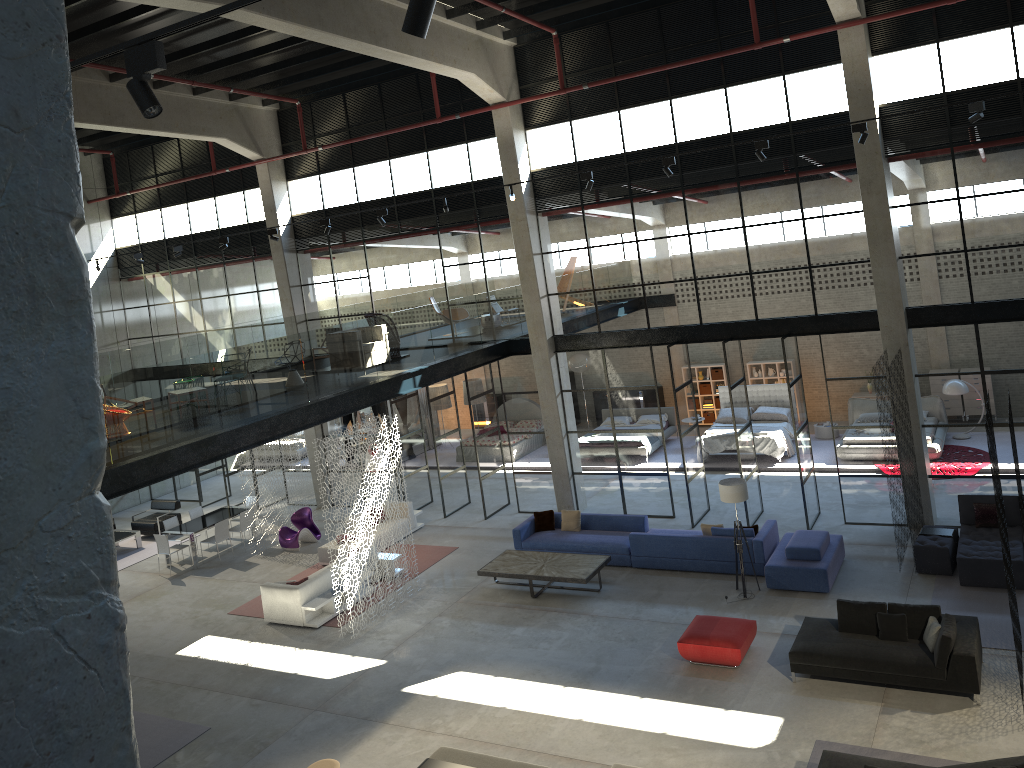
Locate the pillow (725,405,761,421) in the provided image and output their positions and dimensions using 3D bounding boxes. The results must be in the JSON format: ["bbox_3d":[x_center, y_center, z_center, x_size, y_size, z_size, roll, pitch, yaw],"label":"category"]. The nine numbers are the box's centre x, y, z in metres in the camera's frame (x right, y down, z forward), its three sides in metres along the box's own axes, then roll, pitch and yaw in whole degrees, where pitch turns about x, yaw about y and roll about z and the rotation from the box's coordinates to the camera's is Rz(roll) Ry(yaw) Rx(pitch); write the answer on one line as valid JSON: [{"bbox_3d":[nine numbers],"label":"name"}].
[{"bbox_3d":[5.822,0.750,22.293,1.046,0.321,0.496,-3,8,30],"label":"pillow"}]

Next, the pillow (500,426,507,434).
[{"bbox_3d":[-0.563,1.325,24.782,0.873,0.211,0.639,-7,8,9],"label":"pillow"}]

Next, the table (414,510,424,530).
[{"bbox_3d":[-2.403,3.008,19.365,0.895,0.368,0.305,-4,6,30],"label":"table"}]

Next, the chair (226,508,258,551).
[{"bbox_3d":[-6.038,3.235,19.535,0.541,0.868,0.425,-6,3,30],"label":"chair"}]

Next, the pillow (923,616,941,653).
[{"bbox_3d":[5.027,2.982,10.468,0.207,0.314,0.345,-7,5,9],"label":"pillow"}]

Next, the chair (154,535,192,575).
[{"bbox_3d":[-7.202,3.538,18.626,0.417,0.868,0.552,-7,3,30],"label":"chair"}]

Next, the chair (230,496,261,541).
[{"bbox_3d":[-6.202,3.123,20.402,0.417,0.868,0.552,-7,3,30],"label":"chair"}]

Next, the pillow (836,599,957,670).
[{"bbox_3d":[4.820,2.954,10.758,0.750,0.416,1.580,-12,9,-30],"label":"pillow"}]

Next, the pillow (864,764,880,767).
[{"bbox_3d":[4.077,3.541,7.643,1.886,0.419,0.439,-7,5,9],"label":"pillow"}]

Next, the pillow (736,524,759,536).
[{"bbox_3d":[3.905,2.506,14.583,0.397,0.370,0.262,-7,3,9],"label":"pillow"}]

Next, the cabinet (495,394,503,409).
[{"bbox_3d":[-0.705,0.947,28.536,1.033,1.157,0.455,-6,3,30],"label":"cabinet"}]

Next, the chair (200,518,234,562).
[{"bbox_3d":[-6.380,3.377,18.927,0.541,0.868,0.425,-6,3,30],"label":"chair"}]

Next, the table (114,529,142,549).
[{"bbox_3d":[-9.577,3.864,20.151,0.895,0.406,1.832,-4,9,30],"label":"table"}]

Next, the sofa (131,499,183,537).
[{"bbox_3d":[-8.765,3.344,21.635,0.944,0.757,0.833,-5,6,30],"label":"sofa"}]

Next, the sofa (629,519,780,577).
[{"bbox_3d":[3.297,2.698,15.102,2.320,0.720,1.070,-3,8,30],"label":"sofa"}]

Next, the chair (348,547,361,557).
[{"bbox_3d":[-2.978,3.222,16.235,0.266,0.321,0.402,-6,6,32],"label":"chair"}]

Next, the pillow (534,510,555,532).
[{"bbox_3d":[0.622,2.620,16.790,0.397,0.370,0.262,-7,3,9],"label":"pillow"}]

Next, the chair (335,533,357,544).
[{"bbox_3d":[-3.356,3.112,17.764,0.417,0.107,0.408,-10,8,-14],"label":"chair"}]

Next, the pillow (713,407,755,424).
[{"bbox_3d":[5.591,0.818,22.075,1.019,0.372,0.676,-3,9,33],"label":"pillow"}]

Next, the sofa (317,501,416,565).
[{"bbox_3d":[-3.014,3.101,18.337,0.935,0.665,2.182,-4,9,30],"label":"sofa"}]

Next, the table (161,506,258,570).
[{"bbox_3d":[-6.694,3.385,19.515,0.894,0.754,1.831,-5,8,30],"label":"table"}]

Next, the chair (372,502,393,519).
[{"bbox_3d":[-2.806,2.774,18.959,0.384,0.336,0.253,-10,4,-26],"label":"chair"}]

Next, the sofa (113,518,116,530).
[{"bbox_3d":[-10.686,3.745,20.773,0.815,0.754,2.493,-5,8,30],"label":"sofa"}]

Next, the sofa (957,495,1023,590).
[{"bbox_3d":[8.655,2.282,12.499,4.123,0.866,1.855,-3,9,30],"label":"sofa"}]

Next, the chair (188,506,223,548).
[{"bbox_3d":[-7.024,3.284,20.102,0.541,0.868,0.425,-6,3,30],"label":"chair"}]

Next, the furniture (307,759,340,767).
[{"bbox_3d":[-2.080,4.447,9.715,0.398,0.399,0.406,-6,5,20],"label":"furniture"}]

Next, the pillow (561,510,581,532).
[{"bbox_3d":[1.113,2.583,16.556,0.399,0.380,0.210,-5,4,31],"label":"pillow"}]

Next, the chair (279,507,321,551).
[{"bbox_3d":[-4.652,3.159,19.171,0.651,0.746,0.809,-6,5,30],"label":"chair"}]

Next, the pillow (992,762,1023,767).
[{"bbox_3d":[4.393,3.486,7.712,0.355,0.319,0.198,-8,3,-1],"label":"pillow"}]

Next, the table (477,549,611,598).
[{"bbox_3d":[0.567,3.261,14.973,2.050,0.397,1.043,-3,9,30],"label":"table"}]

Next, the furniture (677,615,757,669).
[{"bbox_3d":[2.781,3.453,11.818,0.849,0.375,0.869,-4,9,30],"label":"furniture"}]

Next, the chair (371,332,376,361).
[{"bbox_3d":[-2.956,-0.645,16.962,0.799,0.830,0.998,-5,6,30],"label":"chair"}]

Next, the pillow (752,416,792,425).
[{"bbox_3d":[6.492,0.807,21.765,0.953,0.329,0.727,-3,9,31],"label":"pillow"}]

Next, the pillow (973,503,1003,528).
[{"bbox_3d":[7.511,2.075,13.819,0.410,0.344,0.239,-5,4,31],"label":"pillow"}]

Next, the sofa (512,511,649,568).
[{"bbox_3d":[1.290,2.855,16.275,2.320,0.602,1.071,-3,8,30],"label":"sofa"}]

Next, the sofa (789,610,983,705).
[{"bbox_3d":[4.580,3.265,10.799,2.092,0.559,1.099,-3,9,30],"label":"sofa"}]

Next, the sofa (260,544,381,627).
[{"bbox_3d":[-3.386,3.556,15.737,0.941,0.666,2.173,-4,9,30],"label":"sofa"}]

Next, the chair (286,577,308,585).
[{"bbox_3d":[-3.667,3.500,15.111,0.404,0.335,0.283,-9,4,-15],"label":"chair"}]

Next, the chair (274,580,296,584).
[{"bbox_3d":[-3.888,3.517,15.265,0.390,0.271,0.321,-7,5,5],"label":"chair"}]

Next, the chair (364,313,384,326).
[{"bbox_3d":[-2.766,-1.038,18.810,0.687,0.984,0.833,-8,4,1],"label":"chair"}]

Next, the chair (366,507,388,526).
[{"bbox_3d":[-2.885,2.815,18.771,0.415,0.334,0.255,-11,4,-27],"label":"chair"}]

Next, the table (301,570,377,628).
[{"bbox_3d":[-2.974,3.729,15.238,0.298,0.367,1.595,-6,8,30],"label":"table"}]

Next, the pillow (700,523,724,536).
[{"bbox_3d":[3.413,2.533,14.817,0.399,0.380,0.210,-5,4,31],"label":"pillow"}]

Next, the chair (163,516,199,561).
[{"bbox_3d":[-7.366,3.426,19.493,0.541,0.868,0.425,-6,3,30],"label":"chair"}]

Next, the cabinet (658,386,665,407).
[{"bbox_3d":[3.513,0.726,26.183,2.068,1.156,0.455,-4,3,30],"label":"cabinet"}]

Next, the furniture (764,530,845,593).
[{"bbox_3d":[4.678,2.725,14.010,0.943,0.552,1.562,-4,9,30],"label":"furniture"}]

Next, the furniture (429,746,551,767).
[{"bbox_3d":[-0.534,4.367,8.850,1.439,0.397,1.562,-3,10,30],"label":"furniture"}]

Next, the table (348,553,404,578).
[{"bbox_3d":[-2.644,3.450,16.735,1.193,0.368,0.305,-3,6,30],"label":"table"}]

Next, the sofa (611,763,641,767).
[{"bbox_3d":[0.922,4.213,7.485,1.046,0.718,2.374,-4,9,30],"label":"sofa"}]

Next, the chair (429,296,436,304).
[{"bbox_3d":[-1.514,-1.784,22.362,0.986,1.025,0.788,-11,5,-31],"label":"chair"}]

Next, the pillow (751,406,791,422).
[{"bbox_3d":[6.437,0.728,21.700,0.972,0.290,0.703,-3,9,32],"label":"pillow"}]

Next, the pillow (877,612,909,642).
[{"bbox_3d":[4.683,2.984,10.796,0.340,0.306,0.190,-5,4,28],"label":"pillow"}]

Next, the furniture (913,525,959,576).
[{"bbox_3d":[6.650,2.582,13.716,0.505,0.453,0.975,-4,8,35],"label":"furniture"}]

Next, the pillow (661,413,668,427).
[{"bbox_3d":[3.272,1.028,23.853,1.915,0.312,0.557,-3,8,30],"label":"pillow"}]

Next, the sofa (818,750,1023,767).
[{"bbox_3d":[4.666,3.704,7.889,4.054,0.561,1.489,-7,8,8],"label":"sofa"}]

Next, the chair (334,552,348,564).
[{"bbox_3d":[-3.156,3.285,15.991,0.268,0.317,0.398,-7,6,17],"label":"chair"}]
